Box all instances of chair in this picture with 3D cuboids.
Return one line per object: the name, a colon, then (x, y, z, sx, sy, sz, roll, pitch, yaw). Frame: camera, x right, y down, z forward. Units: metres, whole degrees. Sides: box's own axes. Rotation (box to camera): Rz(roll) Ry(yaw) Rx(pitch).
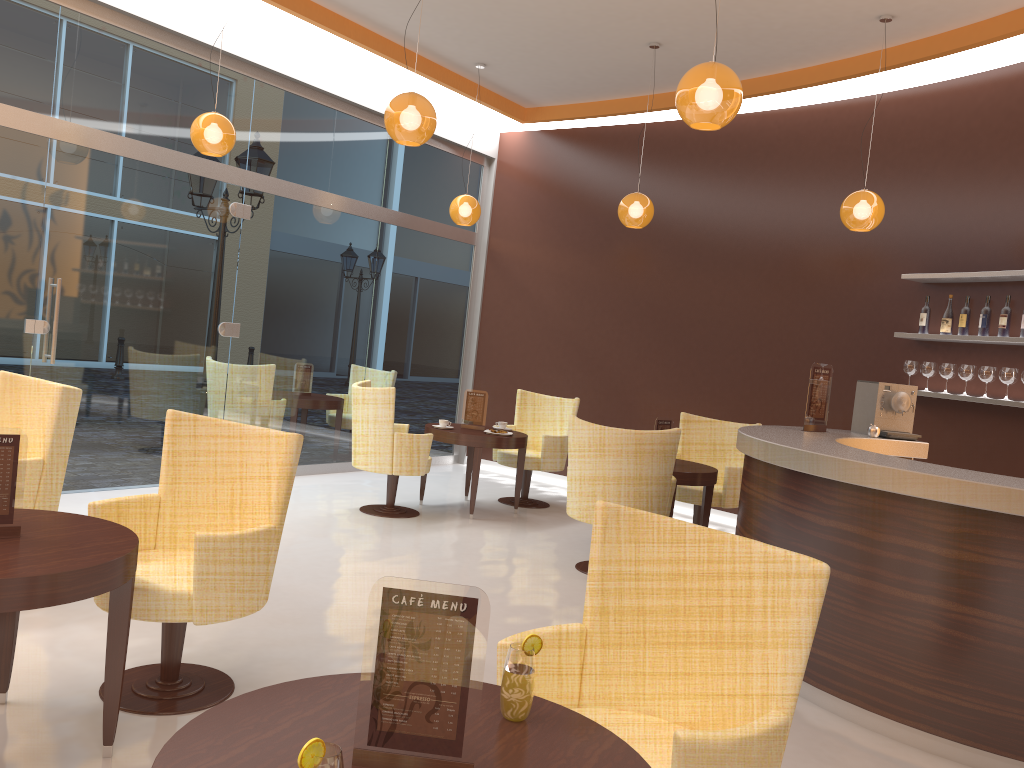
chair: (-2.492, 0.470, 4.264, 0.729, 1.017, 0.685, 8, 3, 38)
chair: (-1.223, 0.645, 3.374, 0.729, 1.017, 0.685, 8, 3, 32)
chair: (0.319, 0.863, 2.190, 0.685, 1.017, 0.729, 4, 3, -38)
chair: (-0.966, 0.510, 7.031, 0.685, 1.017, 0.729, 5, 3, -23)
chair: (0.695, 0.741, 5.838, 0.729, 1.017, 0.685, 7, 3, 13)
chair: (0.198, 0.587, 8.126, 0.729, 1.017, 0.685, 8, 3, 38)
chair: (1.564, 0.775, 7.181, 0.729, 1.017, 0.685, 8, 3, 42)

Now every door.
door: (-2.845, -0.428, 6.823, 0.020, 2.499, 1.640, 8, 3, 35)

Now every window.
window: (-2.792, -0.925, 6.801, 0.040, 3.380, 8.200, 8, 3, 35)

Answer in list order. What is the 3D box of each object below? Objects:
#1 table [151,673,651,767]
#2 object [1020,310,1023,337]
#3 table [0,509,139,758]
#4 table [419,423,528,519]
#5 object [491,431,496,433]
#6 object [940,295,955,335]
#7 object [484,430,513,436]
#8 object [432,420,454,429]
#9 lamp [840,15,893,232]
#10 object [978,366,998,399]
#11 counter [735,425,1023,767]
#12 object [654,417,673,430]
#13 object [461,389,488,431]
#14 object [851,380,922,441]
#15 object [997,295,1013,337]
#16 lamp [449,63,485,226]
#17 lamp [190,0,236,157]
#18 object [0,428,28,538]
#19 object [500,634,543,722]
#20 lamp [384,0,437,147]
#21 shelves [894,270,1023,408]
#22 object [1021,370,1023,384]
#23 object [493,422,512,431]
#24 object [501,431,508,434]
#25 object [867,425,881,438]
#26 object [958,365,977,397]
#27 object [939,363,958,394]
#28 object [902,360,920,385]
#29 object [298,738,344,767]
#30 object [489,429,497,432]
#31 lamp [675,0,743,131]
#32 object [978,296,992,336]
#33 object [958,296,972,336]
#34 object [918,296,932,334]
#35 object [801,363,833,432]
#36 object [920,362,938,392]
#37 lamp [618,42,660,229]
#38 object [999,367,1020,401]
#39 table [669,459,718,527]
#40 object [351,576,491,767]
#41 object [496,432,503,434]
table: (-0.201, 1.005, 1.558, 0.872, 0.679, 0.874, 5, 3, -24)
object: (3.452, -0.446, 5.925, 0.073, 0.297, 0.073, 8, 3, 32)
table: (-1.632, 0.802, 2.688, 0.872, 0.679, 0.874, 5, 3, -19)
table: (-0.335, 0.726, 7.526, 0.872, 0.679, 0.874, 6, 3, -9)
object: (-0.149, 0.398, 7.317, 0.054, 0.018, 0.051, 6, 3, -8)
object: (3.213, -0.504, 6.523, 0.086, 0.303, 0.086, 7, 3, 14)
object: (-0.114, 0.407, 7.351, 0.234, 0.020, 0.234, 6, 3, 6)
object: (-0.569, 0.334, 7.336, 0.153, 0.069, 0.153, 8, 3, 35)
lamp: (2.554, -1.839, 6.275, 0.299, 1.500, 0.299, 7, 3, 13)
object: (3.311, -0.011, 6.185, 0.125, 0.221, 0.125, 5, 3, -30)
counter: (1.933, 0.895, 4.415, 1.586, 1.100, 2.917, 6, 3, -10)
object: (1.110, 0.414, 6.543, 0.209, 0.335, 0.042, 4, 3, -41)
object: (-0.317, 0.218, 7.528, 0.209, 0.335, 0.042, 7, 3, 10)
object: (2.392, 0.166, 5.618, 0.270, 0.340, 0.373, 6, 3, -10)
object: (3.392, -0.460, 6.089, 0.073, 0.297, 0.073, 9, 4, 44)
lamp: (-0.375, -2.244, 8.328, 0.299, 1.500, 0.299, 6, 3, 2)
lamp: (-1.975, -2.313, 6.031, 0.299, 1.500, 0.299, 7, 3, 9)
object: (-1.586, 0.297, 2.671, 0.209, 0.335, 0.042, 4, 3, -37)
object: (0.015, 0.590, 1.791, 0.067, 0.171, 0.072, 7, 3, 17)
lamp: (-0.510, -2.111, 5.005, 0.299, 1.500, 0.299, 4, 4, -44)
shelves: (3.509, -0.226, 4.546, 0.586, 0.902, 4.744, 6, 3, -8)
object: (3.432, 0.016, 5.870, 0.125, 0.221, 0.125, 5, 3, -30)
object: (-0.081, 0.368, 7.744, 0.153, 0.069, 0.153, 4, 3, -33)
object: (-0.067, 0.403, 7.367, 0.052, 0.018, 0.055, 5, 3, -31)
object: (2.215, 0.288, 5.426, 0.075, 0.077, 0.075, 6, 3, 4)
object: (3.246, -0.024, 6.335, 0.125, 0.221, 0.125, 5, 3, -30)
object: (3.181, -0.038, 6.484, 0.125, 0.221, 0.125, 5, 3, -30)
object: (3.038, -0.066, 6.771, 0.125, 0.221, 0.125, 5, 3, -30)
object: (-0.274, 0.583, 1.265, 0.067, 0.171, 0.072, 6, 3, -8)
object: (-0.158, 0.387, 7.350, 0.055, 0.016, 0.052, 8, 3, 34)
lamp: (0.955, -1.908, 3.978, 0.299, 1.500, 0.299, 7, 3, 13)
object: (3.335, -0.473, 6.239, 0.073, 0.297, 0.073, 9, 4, 44)
object: (3.269, -0.487, 6.392, 0.073, 0.297, 0.073, 6, 3, 4)
object: (3.115, -0.516, 6.678, 0.073, 0.297, 0.073, 9, 4, 44)
object: (1.863, 0.083, 5.385, 0.258, 0.414, 0.052, 4, 3, -41)
object: (3.111, -0.052, 6.630, 0.125, 0.221, 0.125, 5, 3, -30)
lamp: (1.090, -2.041, 7.302, 0.299, 1.500, 0.299, 7, 3, 13)
object: (3.372, 0.003, 6.029, 0.125, 0.221, 0.125, 5, 3, -30)
table: (1.041, 0.916, 6.573, 0.872, 0.679, 0.874, 6, 3, -9)
object: (0.635, 0.609, 0.998, 2.090, 0.335, 0.187, 8, 3, 31)
object: (-0.103, 0.402, 7.312, 0.055, 0.014, 0.053, 7, 3, 18)
